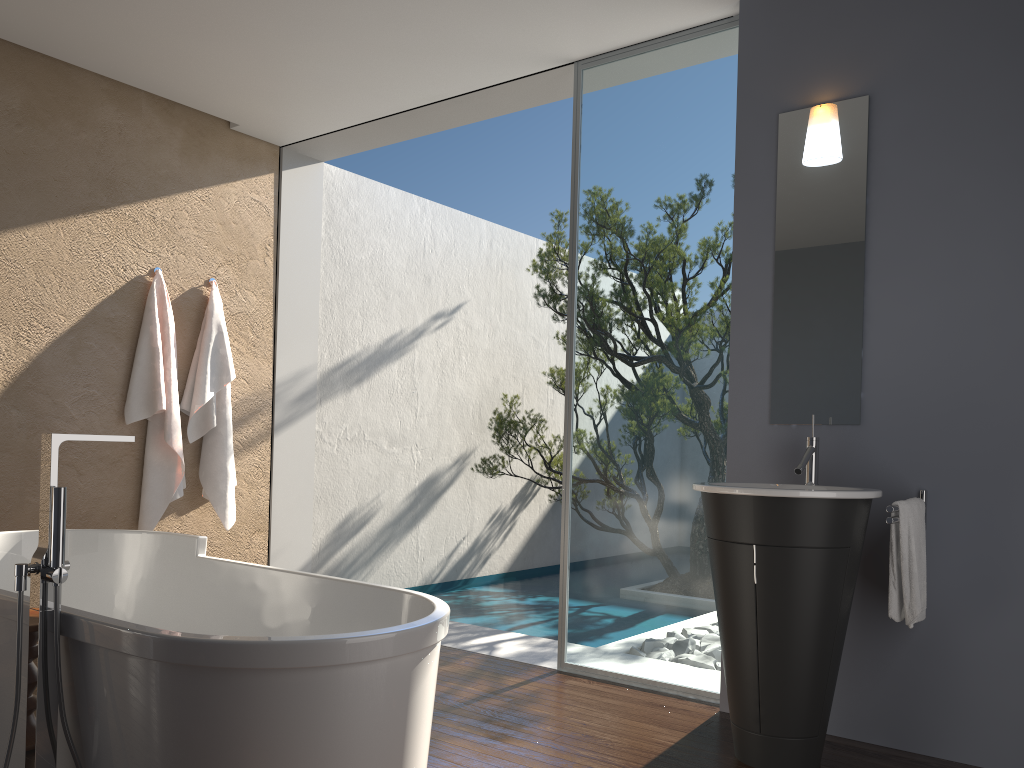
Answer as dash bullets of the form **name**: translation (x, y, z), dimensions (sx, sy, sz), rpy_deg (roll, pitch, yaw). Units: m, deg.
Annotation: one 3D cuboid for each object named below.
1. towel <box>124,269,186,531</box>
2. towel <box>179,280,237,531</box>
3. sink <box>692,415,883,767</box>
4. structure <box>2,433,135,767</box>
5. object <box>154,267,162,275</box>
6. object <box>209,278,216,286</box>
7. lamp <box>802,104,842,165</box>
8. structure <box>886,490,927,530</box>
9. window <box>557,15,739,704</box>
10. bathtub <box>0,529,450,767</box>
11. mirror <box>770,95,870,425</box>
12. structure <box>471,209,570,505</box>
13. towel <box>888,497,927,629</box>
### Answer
- **towel**: translation (-1.990, 0.111, 5.030), dimensions (0.181, 1.540, 0.401), rpy_deg (2, 0, 44)
- **towel**: translation (-1.773, 0.123, 5.301), dimensions (0.174, 1.507, 0.417), rpy_deg (2, 0, 41)
- **sink**: translation (0.966, 0.720, 3.165), dimensions (0.646, 1.249, 0.648), rpy_deg (1, -1, 19)
- **structure**: translation (-1.137, 0.671, 2.263), dimensions (0.282, 1.086, 0.225), rpy_deg (2, 0, -20)
- **object**: translation (-2.026, -0.645, 5.067), dimensions (0.019, 0.046, 0.046), rpy_deg (1, -2, 37)
- **object**: translation (-1.809, -0.618, 5.353), dimensions (0.019, 0.046, 0.046), rpy_deg (1, -2, 37)
- **lamp**: translation (1.214, -0.989, 3.480), dimensions (0.157, 0.214, 0.057), rpy_deg (0, -1, 37)
- **structure**: translation (1.375, 0.446, 3.073), dimensions (0.025, 0.144, 0.481), rpy_deg (1, -3, 37)
- **window**: translation (1.021, -0.106, 3.799), dimensions (1.884, 3.000, 0.021), rpy_deg (1, -1, 37)
- **bathtub**: translation (-1.098, 0.895, 2.765), dimensions (2.099, 0.710, 0.915), rpy_deg (-1, -4, 37)
- **mirror**: translation (1.216, -0.472, 3.509), dimensions (0.354, 1.269, 0.012), rpy_deg (1, 0, 37)
- **structure**: translation (1.216, 0.165, 7.169), dimensions (2.585, 3.466, 2.525), rpy_deg (1, -2, 30)
- **towel**: translation (1.392, 0.618, 3.073), dimensions (0.095, 0.439, 0.362), rpy_deg (1, -1, 38)
